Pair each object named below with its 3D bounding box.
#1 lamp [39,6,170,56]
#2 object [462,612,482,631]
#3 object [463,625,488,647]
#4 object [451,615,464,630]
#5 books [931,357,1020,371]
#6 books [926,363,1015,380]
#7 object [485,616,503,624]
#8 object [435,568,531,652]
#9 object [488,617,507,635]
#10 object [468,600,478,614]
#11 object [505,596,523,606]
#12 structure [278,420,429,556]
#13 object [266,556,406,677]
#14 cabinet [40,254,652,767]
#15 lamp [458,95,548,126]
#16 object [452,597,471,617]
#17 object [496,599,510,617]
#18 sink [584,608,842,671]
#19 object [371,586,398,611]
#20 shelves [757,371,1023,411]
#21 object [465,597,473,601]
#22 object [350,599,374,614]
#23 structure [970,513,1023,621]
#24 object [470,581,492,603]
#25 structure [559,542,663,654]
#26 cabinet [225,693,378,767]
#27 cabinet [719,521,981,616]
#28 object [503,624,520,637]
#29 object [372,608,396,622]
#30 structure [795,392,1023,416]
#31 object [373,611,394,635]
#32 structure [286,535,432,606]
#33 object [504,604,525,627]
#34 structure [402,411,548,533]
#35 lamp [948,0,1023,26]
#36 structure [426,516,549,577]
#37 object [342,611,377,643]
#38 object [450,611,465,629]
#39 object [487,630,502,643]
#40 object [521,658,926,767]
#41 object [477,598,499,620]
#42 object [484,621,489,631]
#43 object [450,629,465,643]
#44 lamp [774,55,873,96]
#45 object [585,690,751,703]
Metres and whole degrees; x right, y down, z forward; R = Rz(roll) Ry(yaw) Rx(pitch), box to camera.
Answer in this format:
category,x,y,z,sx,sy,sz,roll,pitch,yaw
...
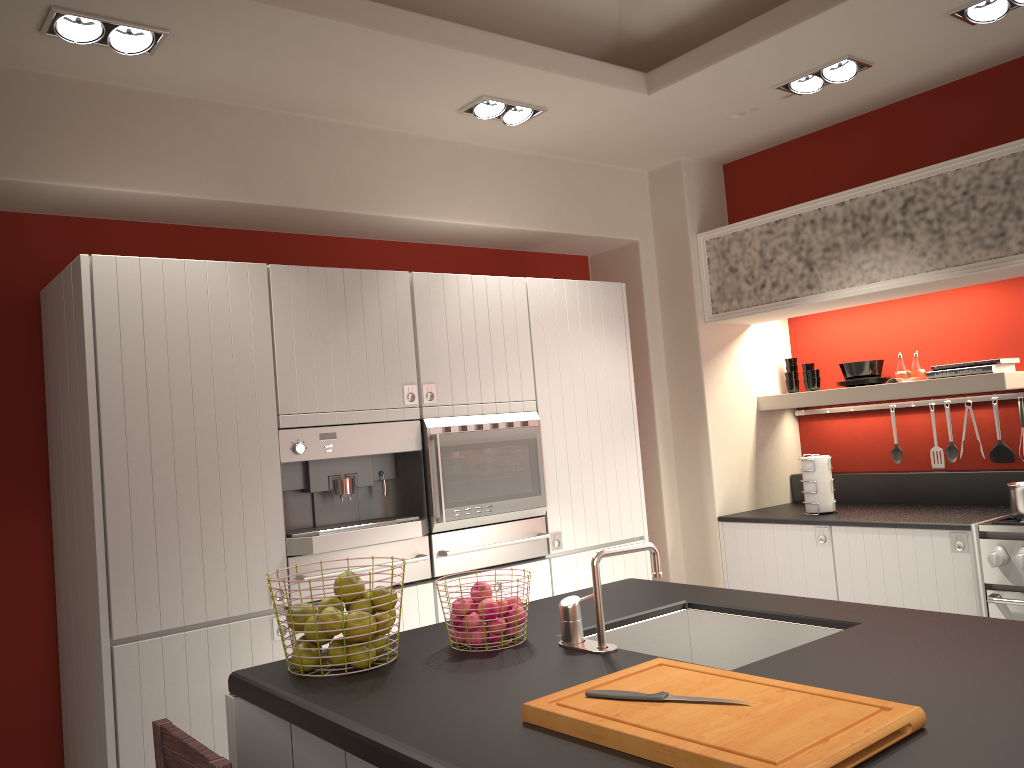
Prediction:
category,x,y,z,sx,sy,sz,roll,pitch,yaw
lamp,-1.357,-1.187,2.958,0.361,0.103,0.199,-2,-4,-38
object,-0.100,0.589,2.198,0.048,0.046,0.048,-5,-3,11
object,-0.092,0.629,2.226,0.061,0.057,0.062,-2,-4,-38
object,-0.133,0.597,2.227,0.041,0.041,0.040,-5,-3,-1
books,2.262,-0.096,4.335,0.207,0.026,0.331,-2,-4,-37
books,2.239,-0.060,4.333,0.207,0.042,0.331,-3,-4,-33
object,-0.050,0.596,2.299,0.055,0.056,0.055,-3,-4,-28
object,-0.066,0.576,2.266,0.247,0.168,0.248,-7,-4,40
object,-0.037,0.605,2.218,0.046,0.043,0.046,-5,-3,2
object,-0.106,0.570,2.247,0.041,0.039,0.041,-3,-4,-22
object,-0.001,0.577,2.304,0.056,0.050,0.055,-5,-3,0
structure,-0.706,0.410,3.621,0.623,0.470,0.452,-2,-4,-38
object,-0.422,0.565,2.177,0.341,0.232,0.341,-4,-3,-5
cabinet,-0.549,0.677,3.947,2.558,2.251,0.716,-2,-4,-38
lamp,-0.040,-1.231,3.979,0.361,0.084,0.199,-2,-4,-38
object,-0.126,0.557,2.212,0.048,0.046,0.048,-5,-3,8
object,-0.027,0.570,2.259,0.041,0.044,0.045,-6,-4,22
sink,0.490,0.760,2.199,0.516,0.258,0.567,-2,-4,-38
object,-0.314,0.527,2.176,0.067,0.064,0.067,-2,-4,-37
shelves,1.985,0.045,4.713,0.376,0.083,1.378,-2,-4,-38
object,-0.113,0.580,2.313,0.048,0.049,0.049,-3,-4,-30
object,-0.365,0.548,2.159,0.056,0.054,0.057,-6,-4,23
structure,2.614,0.986,3.387,0.778,1.085,1.321,-2,-4,-38
object,-0.078,0.530,2.251,0.056,0.058,0.056,-5,-3,7
structure,0.235,0.520,2.175,0.224,0.249,0.183,-2,-4,-38
cabinet,0.516,1.145,1.785,1.423,1.011,2.033,-2,-4,-38
cabinet,1.846,1.165,4.461,0.687,0.994,1.360,-2,-4,-38
object,-0.004,0.631,2.297,0.050,0.049,0.049,-6,-3,18
object,-0.321,0.578,2.208,0.066,0.064,0.066,-3,-4,-34
structure,2.123,0.112,4.801,0.054,0.034,1.354,-2,-4,-38
object,-0.316,0.579,2.146,0.056,0.057,0.055,-8,-5,44
structure,-0.583,0.723,3.478,0.617,0.177,0.128,-2,-4,-38
object,0.008,0.589,2.255,0.055,0.056,0.055,-3,-4,-28
structure,-0.166,0.380,3.945,0.610,0.473,0.332,-2,-4,-38
lamp,1.834,-1.436,3.271,0.199,0.104,0.361,-2,-4,-38
structure,-0.086,0.703,3.864,0.617,0.177,0.128,-2,-4,-38
object,-0.363,0.578,2.108,0.082,0.082,0.082,-6,-3,19
object,-0.129,0.597,2.270,0.060,0.059,0.059,-3,-4,-26
object,-0.045,0.638,2.251,0.040,0.039,0.039,-5,-3,11
object,0.341,0.568,1.524,0.372,0.033,0.570,-2,-4,-39
object,-0.058,0.564,2.215,0.056,0.055,0.051,-3,-4,-24
object,-0.056,0.637,2.334,0.050,0.049,0.049,-6,-3,18
object,-0.133,0.640,2.273,0.050,0.049,0.049,-6,-3,18
lamp,1.360,-1.361,3.886,0.199,0.109,0.361,-2,-4,-38
object,0.274,0.554,1.572,0.302,0.010,0.035,-6,-3,23
